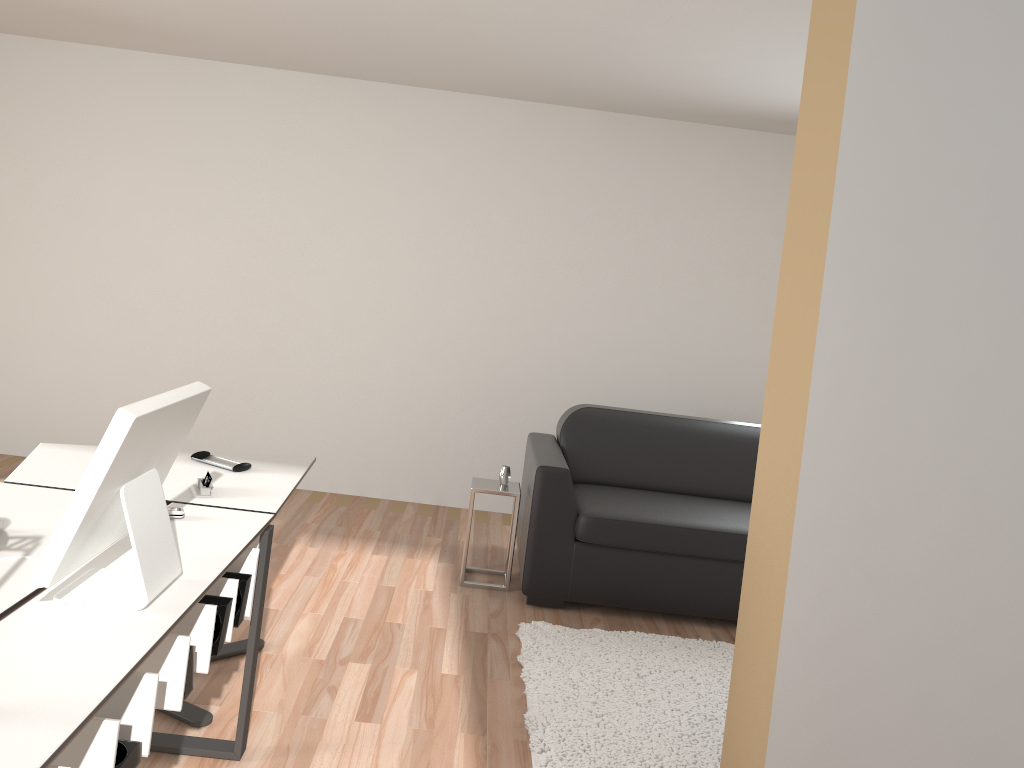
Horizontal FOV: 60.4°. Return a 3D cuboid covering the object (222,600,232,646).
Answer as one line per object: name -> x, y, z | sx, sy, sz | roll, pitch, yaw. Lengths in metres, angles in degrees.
object -> -0.777, 0.592, 2.192 | 0.133, 0.114, 0.040 | 7, 0, -1

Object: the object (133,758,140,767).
object -> -0.768, 0.706, 1.605 | 0.133, 0.002, 0.120 | 7, 6, -2

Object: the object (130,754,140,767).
object -> -0.767, 0.697, 1.603 | 0.133, 0.002, 0.120 | 7, 6, -2

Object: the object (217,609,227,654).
object -> -0.776, 0.596, 2.155 | 0.133, 0.114, 0.040 | 7, 0, -1

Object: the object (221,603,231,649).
object -> -0.777, 0.592, 2.187 | 0.133, 0.114, 0.040 | 7, 0, -1

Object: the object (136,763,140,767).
object -> -0.770, 0.716, 1.609 | 0.133, 0.002, 0.120 | 7, 6, -2

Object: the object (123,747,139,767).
object -> -0.764, 0.679, 1.596 | 0.133, 0.002, 0.120 | 7, 6, -2

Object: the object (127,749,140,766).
object -> -0.766, 0.687, 1.599 | 0.133, 0.002, 0.120 | 7, 6, -2

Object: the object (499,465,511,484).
object -> -0.035, 0.449, 4.348 | 0.057, 0.086, 0.058 | 6, 2, -32

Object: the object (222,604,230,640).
object -> -0.777, 0.594, 2.178 | 0.133, 0.114, 0.040 | 7, 0, -1

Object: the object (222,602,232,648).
object -> -0.777, 0.591, 2.197 | 0.133, 0.114, 0.040 | 7, 0, -1

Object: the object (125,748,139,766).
object -> -0.765, 0.681, 1.597 | 0.133, 0.002, 0.120 | 7, 6, -2

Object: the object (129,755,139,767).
object -> -0.767, 0.697, 1.603 | 0.133, 0.002, 0.120 | 7, 6, -2

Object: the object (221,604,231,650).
object -> -0.777, 0.592, 2.190 | 0.133, 0.114, 0.040 | 7, 0, -1

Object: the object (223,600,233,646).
object -> -0.777, 0.591, 2.204 | 0.133, 0.114, 0.040 | 7, 0, -1

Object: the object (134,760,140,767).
object -> -0.769, 0.710, 1.607 | 0.133, 0.002, 0.120 | 7, 6, -2

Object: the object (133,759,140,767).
object -> -0.768, 0.708, 1.606 | 0.133, 0.002, 0.120 | 7, 6, -2

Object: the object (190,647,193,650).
object -> -0.771, 0.621, 1.938 | 0.133, 0.114, 0.040 | 7, 0, -1

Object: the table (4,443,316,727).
table -> -1.229, 0.620, 2.970 | 0.924, 0.687, 0.815 | 7, 3, -5

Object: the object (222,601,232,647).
object -> -0.777, 0.592, 2.194 | 0.133, 0.114, 0.040 | 7, 0, -1

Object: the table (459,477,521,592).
table -> -0.105, 0.727, 4.295 | 0.238, 0.469, 0.227 | 7, 1, -2

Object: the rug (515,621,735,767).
rug -> 1.029, 1.221, 3.100 | 2.023, 0.045, 1.458 | 7, 6, -2

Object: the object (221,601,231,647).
object -> -0.777, 0.593, 2.183 | 0.133, 0.114, 0.040 | 7, 0, -1

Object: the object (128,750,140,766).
object -> -0.766, 0.689, 1.600 | 0.133, 0.002, 0.120 | 7, 6, -2

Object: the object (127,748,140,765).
object -> -0.765, 0.685, 1.598 | 0.133, 0.002, 0.120 | 7, 6, -2

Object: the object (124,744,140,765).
object -> -0.764, 0.677, 1.595 | 0.133, 0.002, 0.120 | 7, 6, -2

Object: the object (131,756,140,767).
object -> -0.768, 0.702, 1.604 | 0.133, 0.002, 0.120 | 7, 6, -2

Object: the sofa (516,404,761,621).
sofa -> 1.192, 0.676, 4.461 | 2.256, 0.835, 0.956 | 7, 3, -1

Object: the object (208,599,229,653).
object -> -0.777, 0.594, 2.176 | 0.133, 0.113, 0.039 | 7, 0, -1

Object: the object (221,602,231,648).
object -> -0.777, 0.593, 2.185 | 0.133, 0.114, 0.040 | 7, 0, -1

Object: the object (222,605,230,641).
object -> -0.777, 0.593, 2.181 | 0.133, 0.114, 0.040 | 7, 0, -1

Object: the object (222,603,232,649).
object -> -0.777, 0.591, 2.199 | 0.133, 0.114, 0.040 | 7, 0, -1

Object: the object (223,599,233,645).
object -> -0.777, 0.591, 2.201 | 0.133, 0.114, 0.040 | 7, 0, -1

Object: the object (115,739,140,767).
object -> -0.764, 0.673, 1.594 | 0.133, 0.002, 0.120 | 7, 6, -2

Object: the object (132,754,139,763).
object -> -0.767, 0.695, 1.602 | 0.133, 0.002, 0.120 | 7, 6, -2

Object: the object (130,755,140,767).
object -> -0.767, 0.699, 1.603 | 0.133, 0.002, 0.120 | 7, 6, -2

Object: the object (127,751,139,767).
object -> -0.766, 0.689, 1.600 | 0.133, 0.002, 0.120 | 7, 6, -2

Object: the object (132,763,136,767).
object -> -0.768, 0.706, 1.606 | 0.133, 0.002, 0.120 | 7, 6, -2

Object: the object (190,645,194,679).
object -> -0.771, 0.620, 1.947 | 0.133, 0.113, 0.039 | 7, 0, -1

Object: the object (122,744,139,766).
object -> -0.764, 0.673, 1.594 | 0.133, 0.002, 0.120 | 7, 6, -2

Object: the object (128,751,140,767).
object -> -0.766, 0.691, 1.600 | 0.133, 0.002, 0.120 | 7, 6, -2
